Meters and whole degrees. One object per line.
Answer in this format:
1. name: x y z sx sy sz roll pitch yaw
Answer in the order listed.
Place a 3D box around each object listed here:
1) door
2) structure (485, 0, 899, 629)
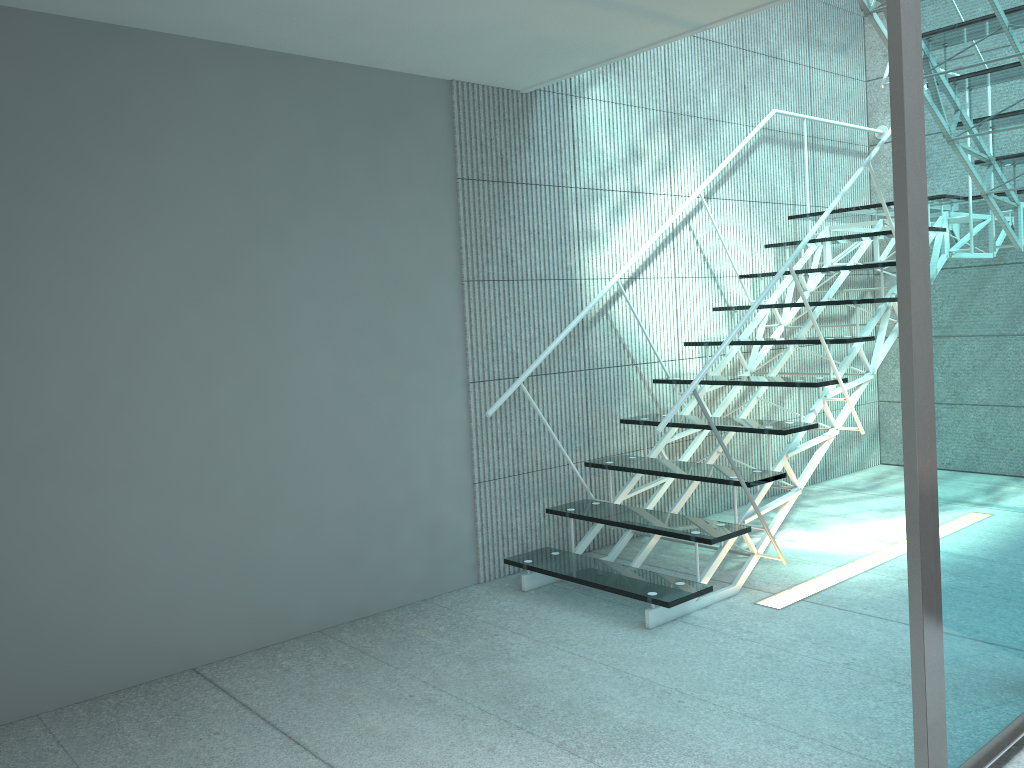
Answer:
1. door: 1.117 -0.189 2.006 0.866 2.062 0.076 -5 3 -40
2. structure: 1.611 -2.317 3.735 3.300 5.999 1.910 -5 3 -40
